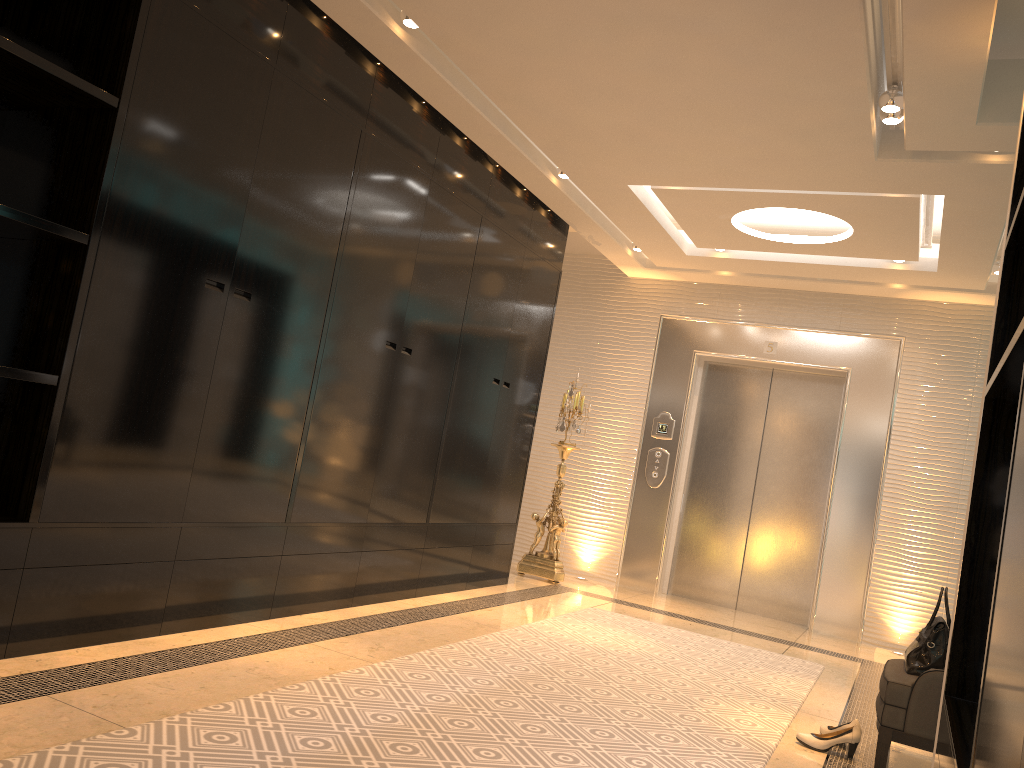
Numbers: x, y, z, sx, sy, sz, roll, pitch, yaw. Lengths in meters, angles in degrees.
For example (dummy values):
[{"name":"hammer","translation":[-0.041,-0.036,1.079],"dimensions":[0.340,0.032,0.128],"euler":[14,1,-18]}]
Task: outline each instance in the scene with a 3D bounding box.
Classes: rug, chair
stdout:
[{"name":"rug","translation":[0.194,1.252,3.424],"dimensions":[1.526,0.015,5.025],"euler":[8,-5,25]},{"name":"chair","translation":[1.805,1.085,3.403],"dimensions":[0.702,0.898,0.625],"euler":[8,-5,27]}]

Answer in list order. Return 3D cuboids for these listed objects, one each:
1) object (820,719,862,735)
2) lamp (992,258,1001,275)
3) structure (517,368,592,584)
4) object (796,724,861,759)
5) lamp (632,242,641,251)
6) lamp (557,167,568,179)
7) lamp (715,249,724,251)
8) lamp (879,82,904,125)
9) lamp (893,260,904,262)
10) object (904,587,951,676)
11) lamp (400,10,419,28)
[{"name":"object","translation":[1.360,1.417,3.657],"dimensions":[0.084,0.135,0.235],"euler":[11,-5,-17]},{"name":"lamp","translation":[3.240,-0.787,5.871],"dimensions":[0.107,0.127,0.107],"euler":[10,-4,6]},{"name":"structure","translation":[0.561,0.752,7.194],"dimensions":[0.811,1.715,0.382],"euler":[14,-6,-41]},{"name":"object","translation":[1.249,1.385,3.502],"dimensions":[0.235,0.135,0.084],"euler":[8,-5,27]},{"name":"lamp","translation":[0.993,-1.104,6.937],"dimensions":[0.107,0.127,0.107],"euler":[10,-4,6]},{"name":"lamp","translation":[0.333,-1.335,5.475],"dimensions":[0.107,0.127,0.107],"euler":[6,-6,44]},{"name":"lamp","translation":[1.534,-1.041,6.510],"dimensions":[0.107,0.127,0.107],"euler":[6,-6,44]},{"name":"lamp","translation":[1.660,-1.223,3.864],"dimensions":[0.107,0.127,0.235],"euler":[8,-5,25]},{"name":"lamp","translation":[2.622,-0.887,5.994],"dimensions":[0.107,0.127,0.107],"euler":[6,-6,44]},{"name":"object","translation":[1.661,0.967,3.501],"dimensions":[0.168,0.345,0.366],"euler":[8,-5,24]},{"name":"lamp","translation":[-0.422,-1.598,3.806],"dimensions":[0.107,0.127,0.107],"euler":[10,-4,6]}]
